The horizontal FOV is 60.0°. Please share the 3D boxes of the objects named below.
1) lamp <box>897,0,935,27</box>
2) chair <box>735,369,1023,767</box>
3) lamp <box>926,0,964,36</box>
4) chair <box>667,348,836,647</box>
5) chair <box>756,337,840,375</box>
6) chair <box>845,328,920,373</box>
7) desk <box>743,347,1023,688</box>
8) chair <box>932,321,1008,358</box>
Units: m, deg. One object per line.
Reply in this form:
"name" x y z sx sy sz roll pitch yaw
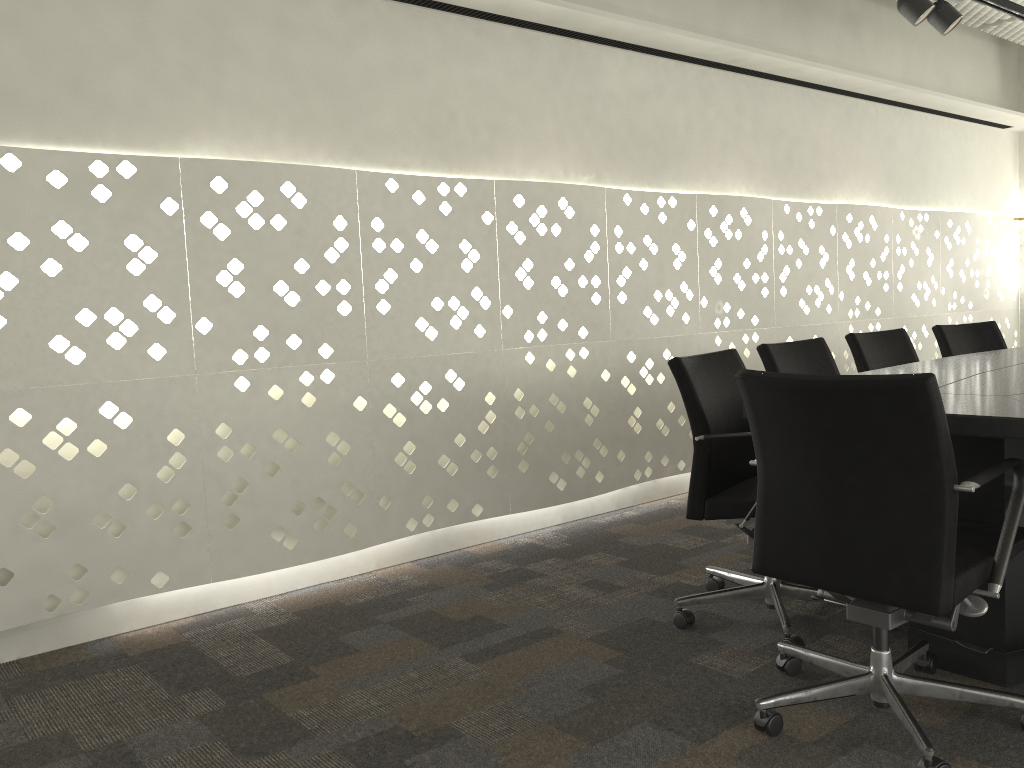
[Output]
"lamp" 1.497 -1.429 3.262 0.213 0.224 0.126 -6 6 -35
"chair" 0.779 0.332 1.887 0.579 0.757 0.559 -6 5 -34
"lamp" 1.671 -1.449 3.401 0.213 0.224 0.126 -6 6 -35
"chair" 0.752 0.285 2.496 0.579 0.757 0.559 1 6 41
"chair" 1.143 0.228 2.968 0.559 0.757 0.579 -6 6 -39
"chair" 1.630 0.165 3.460 0.559 0.757 0.579 -6 5 -34
"desk" 2.109 0.235 2.928 3.364 0.658 1.223 -6 6 -38
"chair" 2.153 0.111 3.820 0.559 0.757 0.579 -5 5 -24
